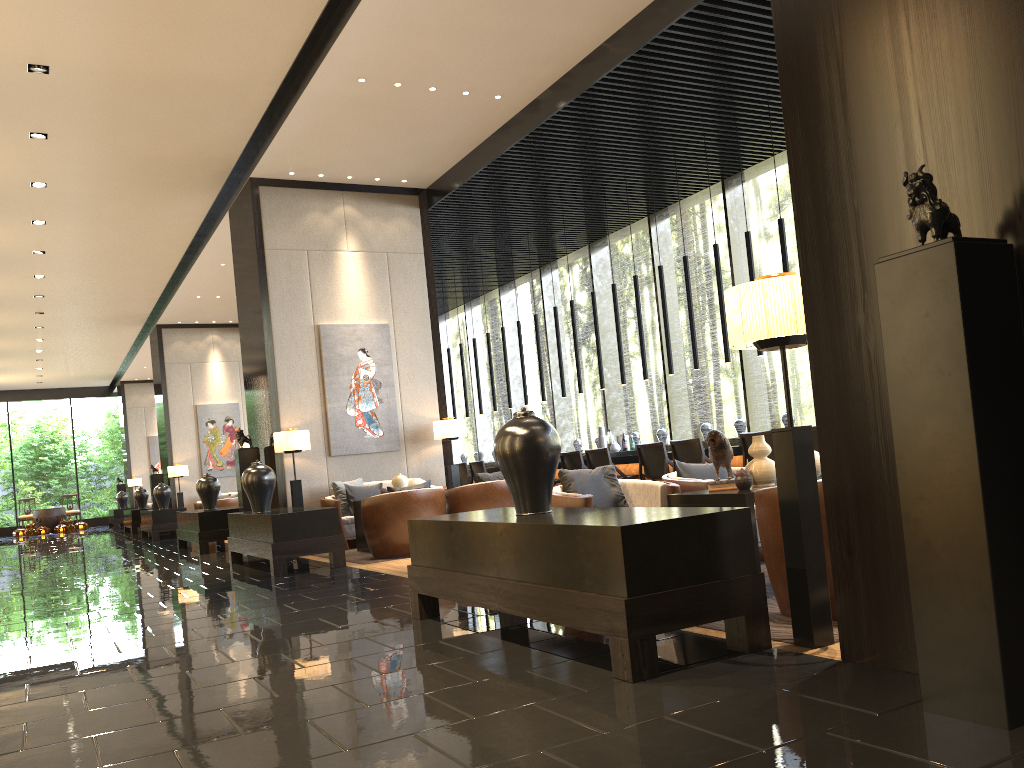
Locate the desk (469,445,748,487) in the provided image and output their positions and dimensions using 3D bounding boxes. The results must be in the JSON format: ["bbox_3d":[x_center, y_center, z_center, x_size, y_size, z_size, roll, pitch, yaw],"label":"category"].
[{"bbox_3d":[-1.317,1.892,15.705,1.777,0.758,28.863,-3,-6,-28],"label":"desk"}]

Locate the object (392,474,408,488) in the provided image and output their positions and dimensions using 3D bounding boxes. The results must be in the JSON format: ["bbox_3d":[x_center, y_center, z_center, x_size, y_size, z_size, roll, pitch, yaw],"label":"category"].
[{"bbox_3d":[-1.149,1.040,9.105,0.171,0.235,0.171,-6,-3,7],"label":"object"}]

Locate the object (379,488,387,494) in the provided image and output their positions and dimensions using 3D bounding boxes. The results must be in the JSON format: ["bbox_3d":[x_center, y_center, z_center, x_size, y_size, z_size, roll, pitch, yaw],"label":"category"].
[{"bbox_3d":[-1.317,1.119,9.111,0.091,0.112,0.091,-7,-3,24],"label":"object"}]

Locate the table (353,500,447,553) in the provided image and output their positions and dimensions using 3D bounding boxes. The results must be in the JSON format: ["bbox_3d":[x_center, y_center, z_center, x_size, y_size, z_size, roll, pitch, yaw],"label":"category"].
[{"bbox_3d":[-1.032,1.411,9.144,1.040,0.516,0.578,-3,-4,-28],"label":"table"}]

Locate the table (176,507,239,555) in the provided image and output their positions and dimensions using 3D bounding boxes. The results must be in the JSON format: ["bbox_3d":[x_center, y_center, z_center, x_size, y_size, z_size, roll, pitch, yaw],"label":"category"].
[{"bbox_3d":[-4.001,1.927,11.764,0.619,0.512,1.969,-4,-5,-28],"label":"table"}]

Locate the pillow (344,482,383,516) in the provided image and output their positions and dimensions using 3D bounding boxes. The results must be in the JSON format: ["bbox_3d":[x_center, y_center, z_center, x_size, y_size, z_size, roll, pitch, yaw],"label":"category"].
[{"bbox_3d":[-1.616,1.253,9.725,0.471,0.360,0.220,-3,-3,-32],"label":"pillow"}]

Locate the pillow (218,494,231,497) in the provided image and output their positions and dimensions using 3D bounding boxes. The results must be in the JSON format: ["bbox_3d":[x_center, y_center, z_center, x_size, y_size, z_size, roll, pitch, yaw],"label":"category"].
[{"bbox_3d":[-5.782,2.342,17.535,0.471,0.360,0.220,-3,-3,-32],"label":"pillow"}]

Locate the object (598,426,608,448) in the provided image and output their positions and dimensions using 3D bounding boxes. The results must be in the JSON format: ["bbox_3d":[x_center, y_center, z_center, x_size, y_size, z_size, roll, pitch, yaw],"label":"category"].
[{"bbox_3d":[1.181,0.729,11.555,0.113,0.344,0.113,-4,-2,-33],"label":"object"}]

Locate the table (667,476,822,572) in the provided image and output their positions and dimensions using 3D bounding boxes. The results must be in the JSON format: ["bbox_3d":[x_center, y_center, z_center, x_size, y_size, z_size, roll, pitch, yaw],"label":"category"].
[{"bbox_3d":[1.415,0.771,4.555,1.040,0.516,0.578,-3,-4,-28],"label":"table"}]

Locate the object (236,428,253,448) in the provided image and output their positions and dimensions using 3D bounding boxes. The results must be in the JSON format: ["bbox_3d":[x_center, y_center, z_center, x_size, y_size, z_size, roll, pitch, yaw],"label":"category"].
[{"bbox_3d":[-3.083,0.622,10.173,0.176,0.245,0.116,-4,-3,-28],"label":"object"}]

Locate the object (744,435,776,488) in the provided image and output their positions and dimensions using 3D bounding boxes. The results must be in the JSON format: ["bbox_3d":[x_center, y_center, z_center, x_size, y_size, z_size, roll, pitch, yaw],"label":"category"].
[{"bbox_3d":[1.247,0.387,4.436,0.174,0.257,0.175,-5,-3,-9],"label":"object"}]

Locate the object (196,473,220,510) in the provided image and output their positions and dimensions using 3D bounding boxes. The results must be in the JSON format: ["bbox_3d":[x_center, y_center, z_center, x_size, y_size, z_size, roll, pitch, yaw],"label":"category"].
[{"bbox_3d":[-4.062,1.434,11.849,0.313,0.492,0.311,-8,-4,43],"label":"object"}]

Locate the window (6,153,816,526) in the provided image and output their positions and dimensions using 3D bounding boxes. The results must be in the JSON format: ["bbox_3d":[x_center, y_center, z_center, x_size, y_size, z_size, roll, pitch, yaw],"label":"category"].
[{"bbox_3d":[-5.483,0.422,14.178,12.032,4.218,32.029,-3,-6,-28],"label":"window"}]

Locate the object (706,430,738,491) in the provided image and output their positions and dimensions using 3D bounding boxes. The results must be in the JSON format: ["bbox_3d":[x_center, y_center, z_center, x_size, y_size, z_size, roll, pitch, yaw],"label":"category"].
[{"bbox_3d":[1.071,0.384,4.502,0.174,0.309,0.229,-6,-3,17],"label":"object"}]

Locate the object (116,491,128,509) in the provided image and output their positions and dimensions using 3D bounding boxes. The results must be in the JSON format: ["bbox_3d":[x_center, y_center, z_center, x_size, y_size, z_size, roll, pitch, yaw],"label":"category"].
[{"bbox_3d":[-10.660,3.160,24.220,0.311,0.492,0.312,-5,-3,-10],"label":"object"}]

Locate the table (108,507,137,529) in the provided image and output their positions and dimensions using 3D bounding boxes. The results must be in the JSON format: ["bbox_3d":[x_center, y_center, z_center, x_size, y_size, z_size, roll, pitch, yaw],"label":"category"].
[{"bbox_3d":[-10.609,3.654,24.154,0.619,0.512,1.969,-4,-5,-28],"label":"table"}]

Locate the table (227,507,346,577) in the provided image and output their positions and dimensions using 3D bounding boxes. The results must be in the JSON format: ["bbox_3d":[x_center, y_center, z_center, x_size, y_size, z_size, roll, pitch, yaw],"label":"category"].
[{"bbox_3d":[-2.185,1.452,8.361,0.619,0.512,1.969,-4,-5,-28],"label":"table"}]

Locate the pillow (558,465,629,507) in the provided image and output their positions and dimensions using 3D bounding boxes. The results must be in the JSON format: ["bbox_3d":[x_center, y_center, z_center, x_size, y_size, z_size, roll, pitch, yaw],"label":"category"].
[{"bbox_3d":[0.484,0.667,5.269,0.398,0.361,0.223,-4,-3,-28],"label":"pillow"}]

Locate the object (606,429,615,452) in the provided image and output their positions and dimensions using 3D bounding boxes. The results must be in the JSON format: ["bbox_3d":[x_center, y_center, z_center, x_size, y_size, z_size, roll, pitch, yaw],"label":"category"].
[{"bbox_3d":[1.293,0.747,11.664,0.129,0.305,0.129,-4,-3,-42],"label":"object"}]

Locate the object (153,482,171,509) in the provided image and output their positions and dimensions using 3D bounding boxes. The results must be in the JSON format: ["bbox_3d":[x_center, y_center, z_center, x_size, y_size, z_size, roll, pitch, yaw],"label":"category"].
[{"bbox_3d":[-6.419,2.051,16.269,0.311,0.492,0.312,-5,-3,-10],"label":"object"}]

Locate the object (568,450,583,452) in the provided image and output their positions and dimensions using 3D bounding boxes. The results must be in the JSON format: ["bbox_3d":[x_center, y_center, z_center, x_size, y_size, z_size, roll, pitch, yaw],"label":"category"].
[{"bbox_3d":[0.806,0.888,11.321,0.227,0.067,0.228,-3,-5,-26],"label":"object"}]

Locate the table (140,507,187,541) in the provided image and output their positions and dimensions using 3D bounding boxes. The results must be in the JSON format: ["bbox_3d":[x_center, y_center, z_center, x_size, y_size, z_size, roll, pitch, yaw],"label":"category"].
[{"bbox_3d":[-6.391,2.552,16.246,0.619,0.512,1.969,-4,-5,-28],"label":"table"}]

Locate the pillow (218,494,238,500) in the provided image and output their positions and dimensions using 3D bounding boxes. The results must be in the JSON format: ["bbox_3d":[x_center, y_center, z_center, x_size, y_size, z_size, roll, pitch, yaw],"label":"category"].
[{"bbox_3d":[-5.089,2.143,15.890,0.441,0.337,0.206,-4,-3,-21],"label":"pillow"}]

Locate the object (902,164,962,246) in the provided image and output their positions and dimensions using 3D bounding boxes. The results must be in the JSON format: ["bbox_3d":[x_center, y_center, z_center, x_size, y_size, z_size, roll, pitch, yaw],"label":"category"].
[{"bbox_3d":[1.103,-0.457,2.339,0.161,0.217,0.102,-3,-3,-40],"label":"object"}]

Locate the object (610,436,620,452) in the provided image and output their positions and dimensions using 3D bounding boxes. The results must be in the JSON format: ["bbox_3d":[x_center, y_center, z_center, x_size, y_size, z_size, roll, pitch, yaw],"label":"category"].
[{"bbox_3d":[1.333,0.772,11.492,0.135,0.217,0.136,-3,-3,-41],"label":"object"}]

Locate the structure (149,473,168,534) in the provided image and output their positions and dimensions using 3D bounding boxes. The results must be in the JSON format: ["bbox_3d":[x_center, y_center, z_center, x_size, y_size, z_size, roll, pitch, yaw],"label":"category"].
[{"bbox_3d":[-7.200,2.442,18.045,0.240,1.215,0.241,-5,-2,-28],"label":"structure"}]

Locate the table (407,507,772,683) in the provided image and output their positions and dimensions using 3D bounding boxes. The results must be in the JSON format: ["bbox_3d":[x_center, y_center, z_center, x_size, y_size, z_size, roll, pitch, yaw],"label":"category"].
[{"bbox_3d":[0.183,0.833,3.920,0.619,0.512,1.969,-4,-5,-28],"label":"table"}]

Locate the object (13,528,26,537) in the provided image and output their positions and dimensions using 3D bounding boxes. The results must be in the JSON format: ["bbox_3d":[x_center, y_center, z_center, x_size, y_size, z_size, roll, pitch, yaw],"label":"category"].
[{"bbox_3d":[-13.907,4.201,25.051,0.369,0.229,0.371,-5,-4,-11],"label":"object"}]

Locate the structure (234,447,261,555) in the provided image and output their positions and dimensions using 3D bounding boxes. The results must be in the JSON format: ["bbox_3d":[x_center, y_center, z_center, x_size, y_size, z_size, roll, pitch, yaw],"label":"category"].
[{"bbox_3d":[-2.994,1.342,10.159,0.240,1.215,0.241,-5,-2,-28],"label":"structure"}]

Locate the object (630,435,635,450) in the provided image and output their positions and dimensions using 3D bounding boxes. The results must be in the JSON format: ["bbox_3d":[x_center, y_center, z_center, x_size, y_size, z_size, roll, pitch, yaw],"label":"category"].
[{"bbox_3d":[1.571,0.767,11.579,0.056,0.197,0.056,-5,-2,-27],"label":"object"}]

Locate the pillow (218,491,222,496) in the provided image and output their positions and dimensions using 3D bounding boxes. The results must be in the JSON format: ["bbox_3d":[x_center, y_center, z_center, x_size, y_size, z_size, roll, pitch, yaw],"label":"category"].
[{"bbox_3d":[-5.945,2.345,17.624,0.202,0.399,0.432,-7,-4,40],"label":"pillow"}]

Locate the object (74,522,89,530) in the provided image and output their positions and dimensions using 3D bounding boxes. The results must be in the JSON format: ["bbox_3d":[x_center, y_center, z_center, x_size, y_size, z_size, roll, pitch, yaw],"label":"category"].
[{"bbox_3d":[-12.545,4.130,25.766,0.371,0.229,0.369,-8,-5,34],"label":"object"}]

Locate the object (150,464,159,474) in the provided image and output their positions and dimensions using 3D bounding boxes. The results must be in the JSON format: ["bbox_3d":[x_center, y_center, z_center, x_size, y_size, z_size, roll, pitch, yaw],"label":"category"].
[{"bbox_3d":[-7.295,1.736,18.064,0.161,0.217,0.102,-3,-3,-40],"label":"object"}]

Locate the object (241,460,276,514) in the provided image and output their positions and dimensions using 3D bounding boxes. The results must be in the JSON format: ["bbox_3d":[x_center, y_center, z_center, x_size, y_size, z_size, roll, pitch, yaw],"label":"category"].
[{"bbox_3d":[-2.349,0.952,8.235,0.311,0.492,0.312,-5,-3,-10],"label":"object"}]

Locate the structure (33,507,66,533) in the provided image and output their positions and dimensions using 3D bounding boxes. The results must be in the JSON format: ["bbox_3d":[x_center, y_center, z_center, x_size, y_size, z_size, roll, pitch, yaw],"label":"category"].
[{"bbox_3d":[-13.408,3.965,25.689,0.872,0.708,0.878,-3,-5,-40],"label":"structure"}]

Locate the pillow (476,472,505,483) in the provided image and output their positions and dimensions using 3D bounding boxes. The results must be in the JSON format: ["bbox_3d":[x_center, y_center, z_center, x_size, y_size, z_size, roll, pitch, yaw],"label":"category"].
[{"bbox_3d":[-0.172,1.012,8.488,0.398,0.361,0.223,-4,-3,-28],"label":"pillow"}]

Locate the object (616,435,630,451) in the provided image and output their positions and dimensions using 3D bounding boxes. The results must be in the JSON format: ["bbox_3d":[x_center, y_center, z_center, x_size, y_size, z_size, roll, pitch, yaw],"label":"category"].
[{"bbox_3d":[1.468,0.776,11.696,0.168,0.219,0.169,-4,-3,-33],"label":"object"}]

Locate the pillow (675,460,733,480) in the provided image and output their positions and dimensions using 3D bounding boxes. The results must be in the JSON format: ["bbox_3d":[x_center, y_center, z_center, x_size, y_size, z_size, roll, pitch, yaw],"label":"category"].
[{"bbox_3d":[1.237,0.633,5.677,0.441,0.337,0.206,-4,-3,-21],"label":"pillow"}]

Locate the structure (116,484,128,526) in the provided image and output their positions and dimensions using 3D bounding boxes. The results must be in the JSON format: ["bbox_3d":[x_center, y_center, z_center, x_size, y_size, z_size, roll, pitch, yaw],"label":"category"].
[{"bbox_3d":[-11.417,3.545,25.952,0.240,1.215,0.241,-5,-2,-28],"label":"structure"}]

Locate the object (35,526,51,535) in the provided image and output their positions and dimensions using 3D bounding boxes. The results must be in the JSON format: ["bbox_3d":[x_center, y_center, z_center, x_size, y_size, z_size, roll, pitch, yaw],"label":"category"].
[{"bbox_3d":[-13.146,4.105,24.803,0.369,0.229,0.371,-5,-4,-6],"label":"object"}]

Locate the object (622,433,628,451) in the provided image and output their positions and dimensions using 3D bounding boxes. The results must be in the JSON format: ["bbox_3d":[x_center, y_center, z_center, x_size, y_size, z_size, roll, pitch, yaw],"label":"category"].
[{"bbox_3d":[1.467,0.756,11.570,0.066,0.237,0.067,-4,-2,-35],"label":"object"}]

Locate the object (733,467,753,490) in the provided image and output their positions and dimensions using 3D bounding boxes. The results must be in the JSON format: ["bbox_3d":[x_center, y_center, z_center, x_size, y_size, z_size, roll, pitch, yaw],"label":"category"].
[{"bbox_3d":[1.144,0.466,4.377,0.091,0.112,0.091,-7,-3,24],"label":"object"}]

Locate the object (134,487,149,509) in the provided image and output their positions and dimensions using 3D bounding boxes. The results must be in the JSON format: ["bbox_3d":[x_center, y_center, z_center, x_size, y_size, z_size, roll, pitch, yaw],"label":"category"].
[{"bbox_3d":[-8.228,2.524,19.660,0.311,0.492,0.312,-5,-3,-10],"label":"object"}]

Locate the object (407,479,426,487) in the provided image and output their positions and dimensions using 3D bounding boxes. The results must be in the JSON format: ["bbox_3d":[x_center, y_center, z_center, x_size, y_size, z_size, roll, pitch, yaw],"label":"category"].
[{"bbox_3d":[-0.999,1.076,9.247,0.245,0.167,0.246,-4,-4,-26],"label":"object"}]

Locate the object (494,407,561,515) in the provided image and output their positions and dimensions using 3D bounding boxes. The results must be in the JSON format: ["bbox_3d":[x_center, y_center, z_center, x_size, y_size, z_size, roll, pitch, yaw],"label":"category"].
[{"bbox_3d":[0.076,0.353,4.091,0.311,0.492,0.313,-3,-3,-40],"label":"object"}]

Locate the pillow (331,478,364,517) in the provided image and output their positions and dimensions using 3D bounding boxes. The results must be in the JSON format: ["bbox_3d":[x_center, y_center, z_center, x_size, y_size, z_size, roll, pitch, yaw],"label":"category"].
[{"bbox_3d":[-1.779,1.256,9.814,0.202,0.399,0.432,-7,-4,40],"label":"pillow"}]

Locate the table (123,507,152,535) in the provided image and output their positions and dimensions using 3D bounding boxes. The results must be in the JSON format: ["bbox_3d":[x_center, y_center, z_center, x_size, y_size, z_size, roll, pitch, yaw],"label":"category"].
[{"bbox_3d":[-8.207,3.026,19.650,0.619,0.512,1.969,-4,-5,-28],"label":"table"}]

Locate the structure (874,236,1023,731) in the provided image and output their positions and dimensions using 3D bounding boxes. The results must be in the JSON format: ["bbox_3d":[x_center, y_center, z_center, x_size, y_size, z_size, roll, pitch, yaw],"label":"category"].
[{"bbox_3d":[1.190,0.248,2.315,0.240,1.215,0.241,-5,-2,-28],"label":"structure"}]

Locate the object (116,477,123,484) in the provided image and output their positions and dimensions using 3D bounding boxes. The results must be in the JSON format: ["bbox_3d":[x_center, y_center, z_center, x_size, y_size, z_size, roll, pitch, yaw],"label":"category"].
[{"bbox_3d":[-11.505,2.824,25.961,0.176,0.245,0.116,-4,-3,-23],"label":"object"}]

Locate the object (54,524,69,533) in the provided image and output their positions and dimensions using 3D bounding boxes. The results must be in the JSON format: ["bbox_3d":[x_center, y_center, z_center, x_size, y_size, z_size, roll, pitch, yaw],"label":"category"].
[{"bbox_3d":[-12.744,4.085,25.026,0.369,0.229,0.371,-4,-4,-26],"label":"object"}]

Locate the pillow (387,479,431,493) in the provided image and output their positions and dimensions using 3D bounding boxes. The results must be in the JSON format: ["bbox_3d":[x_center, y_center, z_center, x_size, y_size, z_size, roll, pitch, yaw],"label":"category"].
[{"bbox_3d":[-0.924,1.054,8.080,0.441,0.337,0.206,-4,-3,-21],"label":"pillow"}]
